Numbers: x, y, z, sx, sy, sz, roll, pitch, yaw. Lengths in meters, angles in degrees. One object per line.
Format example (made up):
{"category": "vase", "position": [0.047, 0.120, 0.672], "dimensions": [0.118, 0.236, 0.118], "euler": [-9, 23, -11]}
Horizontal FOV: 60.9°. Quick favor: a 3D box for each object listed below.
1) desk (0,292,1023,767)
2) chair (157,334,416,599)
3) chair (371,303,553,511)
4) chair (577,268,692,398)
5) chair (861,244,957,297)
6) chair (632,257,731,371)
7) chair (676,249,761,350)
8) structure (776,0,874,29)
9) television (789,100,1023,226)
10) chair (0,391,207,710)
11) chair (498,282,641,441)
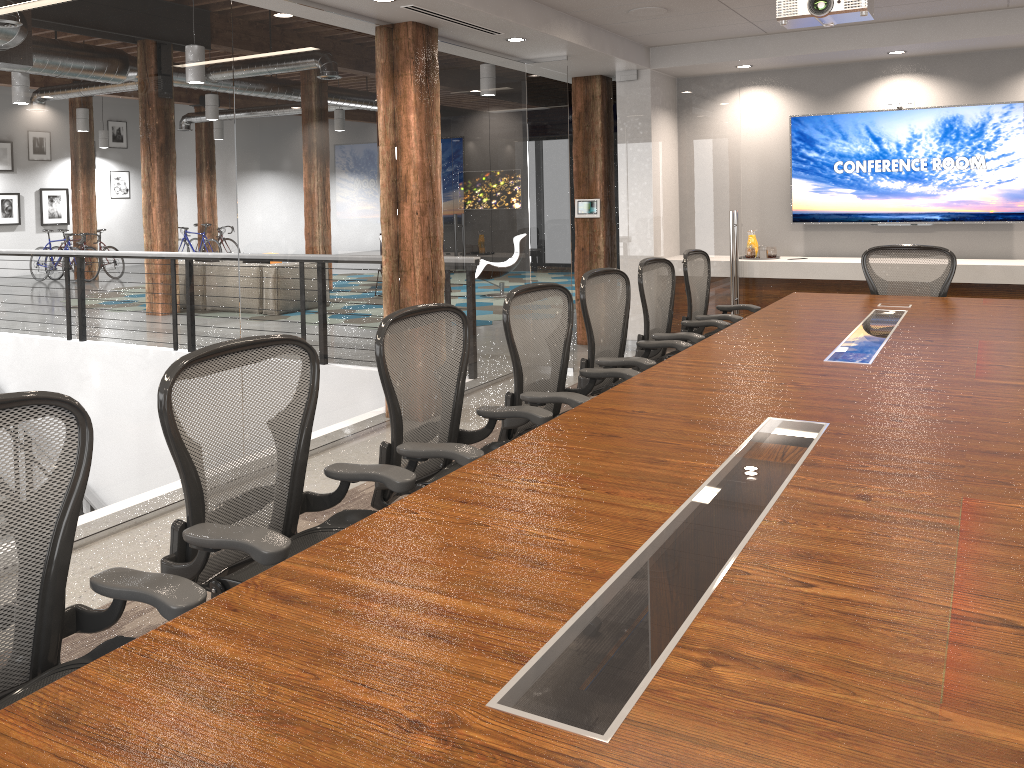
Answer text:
{"category": "desk", "position": [1.140, 0.387, 3.145], "dimensions": [1.407, 0.742, 6.149], "euler": [4, 13, 28]}
{"category": "chair", "position": [-0.535, 0.431, 2.355], "dimensions": [0.792, 1.079, 0.782], "euler": [0, 5, 11]}
{"category": "chair", "position": [-0.078, 0.283, 2.999], "dimensions": [0.761, 1.078, 0.814], "euler": [0, 5, 18]}
{"category": "chair", "position": [0.708, -0.034, 4.400], "dimensions": [0.761, 1.078, 0.813], "euler": [1, 6, 22]}
{"category": "chair", "position": [2.623, -0.361, 5.726], "dimensions": [0.770, 1.079, 0.804], "euler": [0, 5, 13]}
{"category": "chair", "position": [1.065, -0.204, 5.154], "dimensions": [0.792, 1.079, 0.782], "euler": [0, 5, 13]}
{"category": "chair", "position": [1.478, -0.352, 5.806], "dimensions": [0.764, 1.079, 0.810], "euler": [2, 6, 35]}
{"category": "structure", "position": [1.694, -2.183, 4.717], "dimensions": [0.461, 0.451, 0.322], "euler": [3, 6, 29]}
{"category": "television", "position": [3.454, -1.956, 7.724], "dimensions": [1.914, 1.095, 0.065], "euler": [4, 4, 29]}
{"category": "chair", "position": [-0.894, 0.595, 1.628], "dimensions": [0.792, 1.079, 0.782], "euler": [-1, 5, 3]}
{"category": "chair", "position": [0.315, 0.119, 3.724], "dimensions": [0.792, 1.079, 0.782], "euler": [0, 5, 15]}
